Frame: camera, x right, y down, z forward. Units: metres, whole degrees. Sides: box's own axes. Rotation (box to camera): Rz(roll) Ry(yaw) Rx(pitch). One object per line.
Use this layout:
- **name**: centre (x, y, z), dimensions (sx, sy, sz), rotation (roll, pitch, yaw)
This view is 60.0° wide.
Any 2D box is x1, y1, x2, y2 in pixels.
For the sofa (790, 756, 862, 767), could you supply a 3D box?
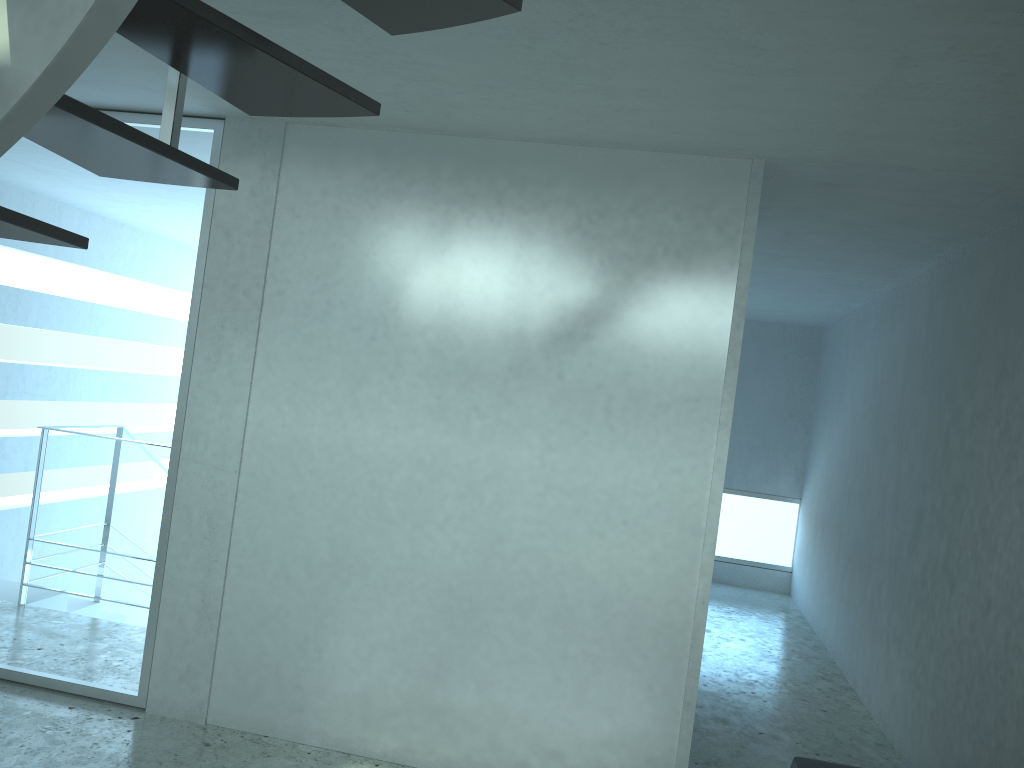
- **sofa**: centre (1.133, 1.516, 1.799), dimensions (0.943, 0.652, 2.025), rotation (7, -1, 10)

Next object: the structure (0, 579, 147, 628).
- **structure**: centre (-3.828, 2.945, 9.495), dimensions (2.580, 3.225, 7.667), rotation (7, -1, 10)

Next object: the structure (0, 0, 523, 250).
- **structure**: centre (-0.287, -0.430, 0.524), dimensions (3.780, 4.156, 2.655), rotation (7, -1, 10)

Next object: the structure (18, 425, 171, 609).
- **structure**: centre (-1.980, 1.905, 7.406), dimensions (1.606, 2.960, 4.222), rotation (7, -1, 10)

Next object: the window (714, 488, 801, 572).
- **window**: centre (1.352, 1.376, 9.551), dimensions (3.392, 0.761, 0.050), rotation (7, -1, 10)
